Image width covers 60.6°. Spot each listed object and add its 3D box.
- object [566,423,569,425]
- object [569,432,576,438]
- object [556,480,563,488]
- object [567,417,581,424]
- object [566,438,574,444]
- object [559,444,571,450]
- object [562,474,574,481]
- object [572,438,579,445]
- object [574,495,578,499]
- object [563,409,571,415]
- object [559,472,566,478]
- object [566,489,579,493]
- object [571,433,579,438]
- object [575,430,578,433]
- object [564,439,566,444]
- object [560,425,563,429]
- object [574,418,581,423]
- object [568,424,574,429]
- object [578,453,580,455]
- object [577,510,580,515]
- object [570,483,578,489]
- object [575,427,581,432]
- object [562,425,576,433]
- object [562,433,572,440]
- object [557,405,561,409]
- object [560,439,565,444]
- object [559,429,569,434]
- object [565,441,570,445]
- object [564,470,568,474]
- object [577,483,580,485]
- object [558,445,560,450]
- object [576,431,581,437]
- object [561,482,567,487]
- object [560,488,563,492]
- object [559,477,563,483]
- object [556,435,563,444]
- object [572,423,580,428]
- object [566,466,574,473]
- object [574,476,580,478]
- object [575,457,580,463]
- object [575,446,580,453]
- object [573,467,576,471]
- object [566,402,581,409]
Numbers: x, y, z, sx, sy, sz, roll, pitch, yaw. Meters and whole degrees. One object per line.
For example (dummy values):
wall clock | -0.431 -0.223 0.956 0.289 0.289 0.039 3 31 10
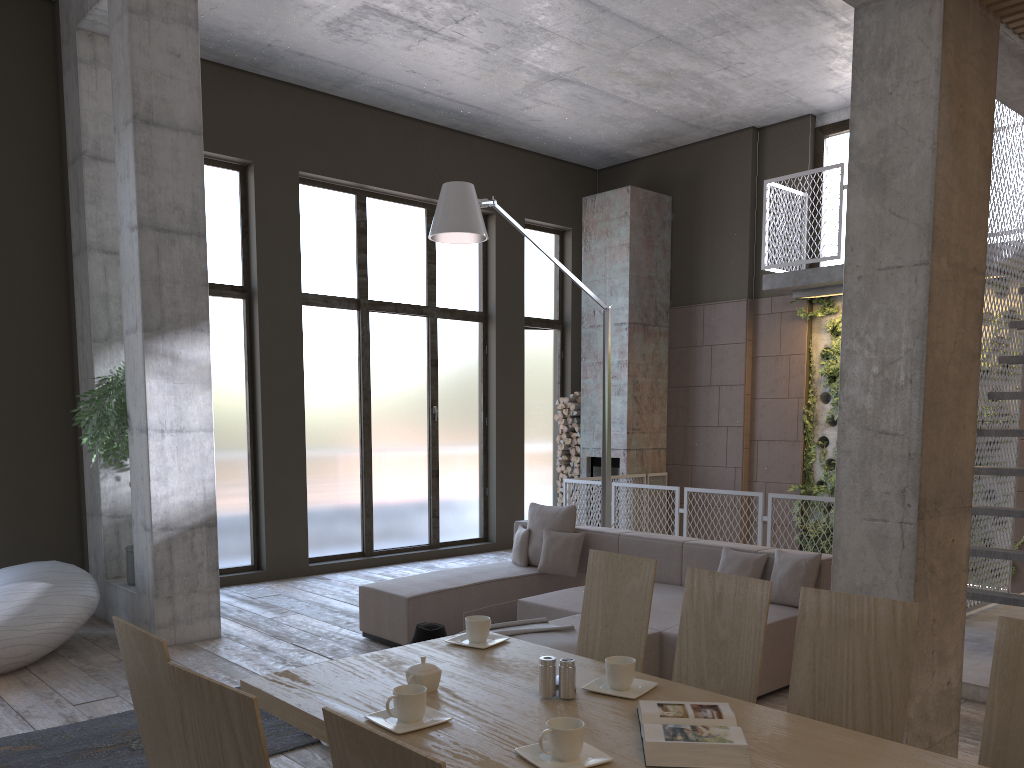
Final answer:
object | 0.848 0.531 11.929 0.331 0.057 0.088 2 -1 -43
object | 0.933 0.692 11.957 0.361 0.087 0.101 2 0 -43
object | 0.769 1.379 12.109 0.364 0.109 0.088 2 1 -43
object | 0.928 0.498 11.868 0.454 0.090 0.090 2 0 -44
object | 0.931 0.776 11.917 0.478 0.084 0.093 2 0 -43
object | 0.845 0.857 11.958 0.478 0.084 0.093 2 0 -43
object | 0.822 1.269 11.993 0.293 0.108 0.098 1 1 -41
object | 1.002 0.773 11.868 0.454 0.090 0.090 2 0 -43
object | 1.016 1.511 11.932 0.454 0.090 0.090 2 0 -43
object | 0.890 0.382 11.876 0.478 0.084 0.093 2 0 -43
object | 0.791 1.263 12.091 0.292 0.104 0.100 1 1 -41
object | 0.931 1.439 11.989 0.478 0.084 0.093 2 0 -43
object | 0.994 0.701 11.876 0.434 0.080 0.114 2 -1 -43
object | 0.998 0.633 11.930 0.291 0.103 0.103 1 1 -43
object | 0.882 0.789 11.975 0.421 0.068 0.067 2 0 -43
object | 0.791 0.601 12.019 0.292 0.104 0.100 1 1 -41
object | 0.996 0.487 11.835 0.422 0.072 0.067 2 0 -43
object | 0.908 0.570 11.906 0.358 0.075 0.064 2 1 -44
object | 1.044 0.934 11.862 0.361 0.087 0.101 2 0 -43
object | 1.057 1.746 11.907 0.436 0.093 0.091 2 0 -43
object | 0.961 1.371 11.921 0.454 0.090 0.090 2 0 -41
object | 1.006 0.619 11.816 0.424 0.086 0.066 2 1 -44
object | 0.822 0.607 11.921 0.293 0.108 0.098 1 1 -41
object | 0.862 0.709 11.998 0.436 0.094 0.092 2 0 -43
object | 0.790 0.319 11.999 0.362 0.069 0.122 2 -1 -41
object | 0.828 0.789 12.035 0.421 0.068 0.067 2 0 -43
object | 0.741 0.647 11.955 0.250 0.073 0.045 2 2 -43
object | 0.907 0.782 11.917 0.434 0.080 0.114 2 -1 -43
object | 0.848 1.194 12.001 0.331 0.057 0.088 2 -1 -43
object | 1.043 1.311 11.850 0.424 0.086 0.066 2 1 -44
object | 0.795 0.869 12.016 0.421 0.068 0.067 2 0 -43
object | 1.032 0.674 11.804 0.421 0.073 0.071 2 0 -43
object | 0.862 1.372 12.070 0.436 0.094 0.092 2 0 -43
object | 0.828 1.452 12.106 0.421 0.068 0.067 2 0 -43
object | 0.741 1.310 12.027 0.250 0.073 0.045 2 2 -43
object | 0.757 0.762 12.055 0.362 0.126 0.063 1 2 -43
object | 0.973 0.553 11.827 0.362 0.068 0.121 2 -1 -41
object | 0.928 1.161 11.939 0.454 0.090 0.090 2 0 -44
object | 1.006 1.281 11.887 0.424 0.086 0.066 2 1 -44
object | 1.042 1.018 11.823 0.478 0.084 0.093 2 0 -43
object | 1.007 0.884 11.795 0.364 0.109 0.088 2 1 -43
object | 0.996 1.149 11.906 0.422 0.072 0.067 2 0 -43
object | 0.890 0.293 11.816 0.362 0.085 0.103 2 0 -43
